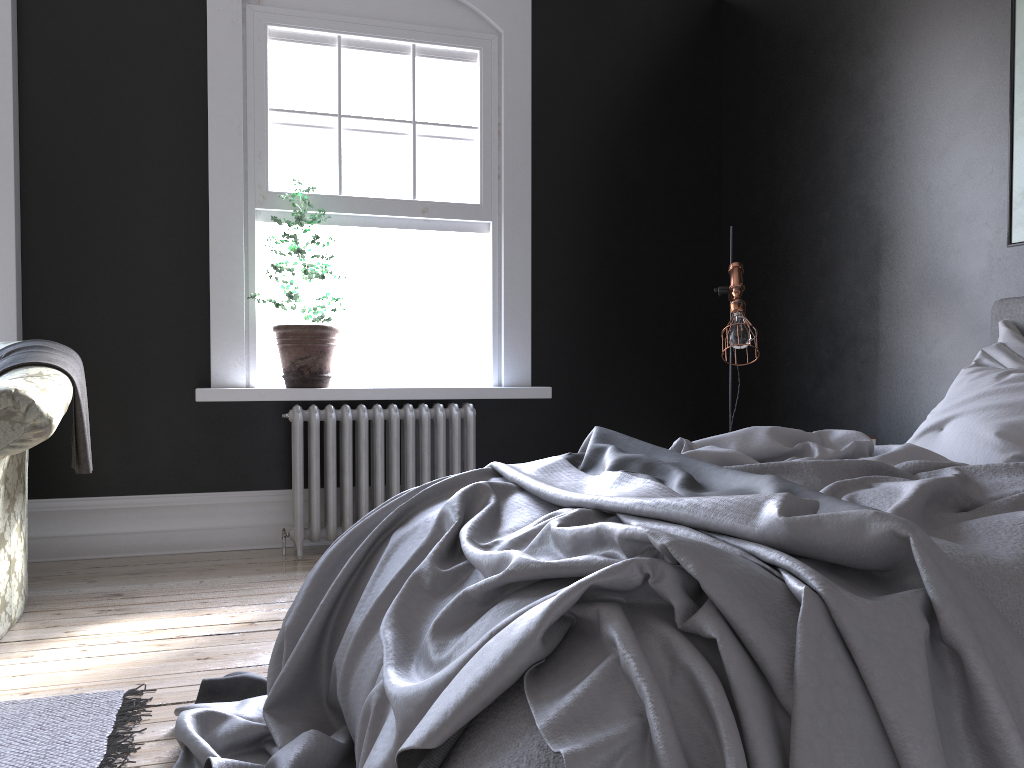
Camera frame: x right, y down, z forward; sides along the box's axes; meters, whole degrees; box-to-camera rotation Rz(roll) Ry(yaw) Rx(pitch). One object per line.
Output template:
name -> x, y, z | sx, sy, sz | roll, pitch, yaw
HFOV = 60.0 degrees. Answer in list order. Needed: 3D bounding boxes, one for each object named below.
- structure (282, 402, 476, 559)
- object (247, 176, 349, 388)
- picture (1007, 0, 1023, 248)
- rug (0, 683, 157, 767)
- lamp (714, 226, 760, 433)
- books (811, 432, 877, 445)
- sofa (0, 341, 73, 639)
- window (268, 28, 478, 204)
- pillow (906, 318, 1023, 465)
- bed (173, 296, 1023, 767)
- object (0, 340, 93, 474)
structure -> -0.710, 0.532, 4.990 | 1.141, 0.849, 0.276 | 0, 2, -18
object -> -1.146, -0.545, 4.882 | 0.474, 1.134, 0.505 | 1, 2, 22
picture -> 2.197, -1.106, 3.315 | 0.014, 1.079, 0.791 | -1, 2, -18
rug -> -2.533, 0.954, 1.249 | 3.644, 0.050, 2.105 | 0, 1, -18
lamp -> 1.265, 0.038, 5.022 | 0.437, 1.780, 1.717 | 1, 1, 20
books -> 1.452, 0.251, 3.962 | 0.275, 0.045, 0.346 | 0, 1, 12
sofa -> -3.195, 0.394, 3.479 | 2.813, 1.161, 1.605 | 0, 1, -17
window -> -0.784, -1.490, 5.127 | 1.263, 1.017, 0.056 | 0, 2, -18
pillow -> 1.919, 0.121, 2.778 | 0.680, 0.760, 1.829 | 0, 1, -18
bed -> 0.845, 0.309, 2.493 | 3.283, 1.299, 2.764 | 0, 1, -30
object -> -2.312, 0.102, 3.867 | 1.367, 0.585, 0.517 | 0, 1, 31
